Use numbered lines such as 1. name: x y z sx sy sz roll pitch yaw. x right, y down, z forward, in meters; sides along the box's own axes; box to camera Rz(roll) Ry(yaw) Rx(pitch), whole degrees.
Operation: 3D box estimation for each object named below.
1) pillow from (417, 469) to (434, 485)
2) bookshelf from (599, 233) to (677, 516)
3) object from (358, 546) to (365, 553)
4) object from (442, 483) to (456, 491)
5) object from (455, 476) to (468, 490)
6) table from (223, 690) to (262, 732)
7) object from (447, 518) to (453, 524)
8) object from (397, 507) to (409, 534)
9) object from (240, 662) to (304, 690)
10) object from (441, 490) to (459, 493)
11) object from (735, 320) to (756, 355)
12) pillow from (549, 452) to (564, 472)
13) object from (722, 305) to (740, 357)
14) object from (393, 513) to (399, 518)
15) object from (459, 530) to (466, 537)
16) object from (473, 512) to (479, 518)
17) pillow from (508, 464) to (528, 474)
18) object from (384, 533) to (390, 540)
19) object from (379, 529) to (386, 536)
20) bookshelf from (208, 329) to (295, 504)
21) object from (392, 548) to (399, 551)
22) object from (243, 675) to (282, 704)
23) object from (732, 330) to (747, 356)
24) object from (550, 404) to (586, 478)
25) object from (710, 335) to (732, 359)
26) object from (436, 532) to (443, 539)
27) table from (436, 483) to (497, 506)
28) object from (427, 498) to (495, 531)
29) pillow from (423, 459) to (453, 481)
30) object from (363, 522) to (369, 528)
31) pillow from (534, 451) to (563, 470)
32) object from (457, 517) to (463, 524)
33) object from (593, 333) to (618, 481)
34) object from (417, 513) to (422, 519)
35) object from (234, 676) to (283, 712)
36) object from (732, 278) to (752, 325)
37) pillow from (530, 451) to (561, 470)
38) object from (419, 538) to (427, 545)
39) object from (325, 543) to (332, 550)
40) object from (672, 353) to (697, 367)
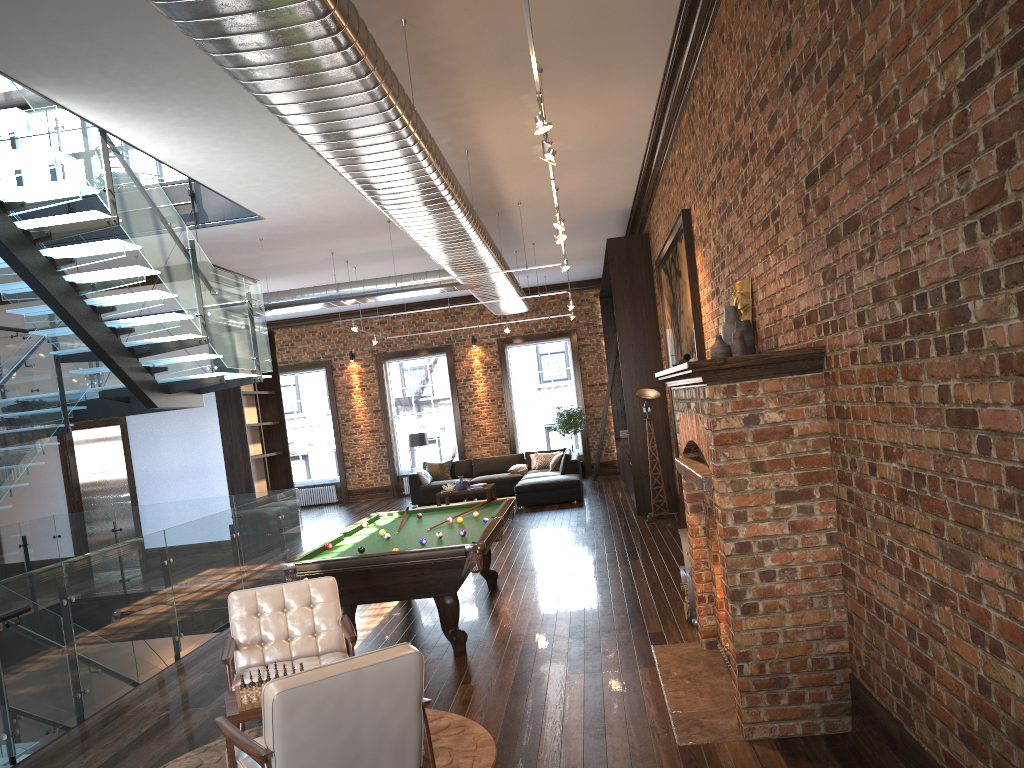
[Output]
1. pillow: -1.777 1.916 18.262 0.244 0.306 0.572 -7 0 5
2. bookshelf: 2.187 -0.055 16.389 0.600 4.012 7.386 -6 0 5
3. object: -1.171 1.289 6.897 0.057 0.057 0.057 -7 1 10
4. object: -1.155 1.926 16.539 0.216 0.160 0.220 -7 0 -43
5. object: -0.951 1.861 16.683 0.216 0.252 0.213 -6 2 38
6. table: -1.168 1.807 4.496 0.514 0.496 0.463 -7 1 -20
7. object: -0.566 1.248 8.090 0.057 0.057 0.057 -7 1 -30
8. object: -1.055 1.310 8.587 0.028 0.072 1.603 -7 -1 -3
9. object: -1.245 1.498 4.606 0.333 0.101 0.075 -6 1 -20
10. object: -1.157 1.998 16.534 0.268 0.018 0.200 -8 -2 29
11. object: 1.401 -0.264 5.344 0.121 0.243 0.119 -6 3 25
12. pillow: 0.895 1.565 17.718 0.314 0.356 0.627 -7 0 4
13. object: 1.380 -0.310 5.524 0.146 0.351 0.144 -4 4 41
14. object: -1.190 1.347 9.085 0.058 0.058 0.057 -7 1 6
15. object: -0.398 1.205 7.164 0.057 0.057 0.056 -6 1 27
16. object: -0.339 1.228 8.335 0.056 0.057 0.057 -8 1 -40
17. pillow: 0.131 1.757 18.233 0.409 0.205 0.609 -7 -1 3
18. object: -1.057 1.291 7.503 0.057 0.057 0.057 -7 1 -25
19. object: -1.140 1.308 7.806 0.057 0.057 0.056 -6 1 42
20. bookshelf: -4.057 0.868 14.093 0.401 3.530 1.774 -6 2 5
21. object: -0.860 1.244 6.566 0.057 0.057 0.056 -6 1 23
22. object: -1.156 1.481 4.363 0.333 0.101 0.075 -6 1 -20
23. object: 1.339 -0.227 5.233 0.081 0.179 0.082 -9 4 -43
24. object: 1.319 1.389 19.963 0.814 1.872 0.795 -6 3 13
25. object: 1.253 -0.210 5.339 0.135 0.170 0.136 -8 2 -43
26. object: -0.591 1.228 7.198 0.057 0.057 0.056 -6 1 44
27. table: -0.847 2.150 16.764 1.001 0.346 0.998 -7 -1 5
28. object: -0.465 1.239 8.533 0.028 0.072 1.597 -6 -1 20
29. pillow: -1.582 1.826 18.627 0.701 0.441 0.303 -7 2 5
30. object: -1.407 1.359 8.535 0.057 0.057 0.057 -7 1 4
31. pillow: 0.762 1.559 18.195 0.612 0.363 0.287 -7 2 9
32. object: -0.470 1.235 8.023 0.057 0.057 0.057 -7 1 5
33. object: 2.020 0.510 19.048 0.897 3.089 0.493 -6 3 5
34. object: -0.917 1.307 8.788 0.056 0.057 0.057 -7 1 -37
35. object: -1.193 1.551 4.488 0.387 0.029 0.389 -6 -2 -20
36. object: 1.522 -0.411 5.903 0.125 0.538 0.407 -6 2 5
37. pillow: 0.707 1.596 18.382 0.704 0.339 0.269 -7 2 6
38. object: -0.697 1.235 6.946 0.057 0.057 0.056 -7 1 10
39. object: -1.514 1.340 7.325 0.057 0.057 0.057 -7 1 -38
40. object: 1.180 -0.154 5.906 0.238 0.106 0.235 -7 -1 15
